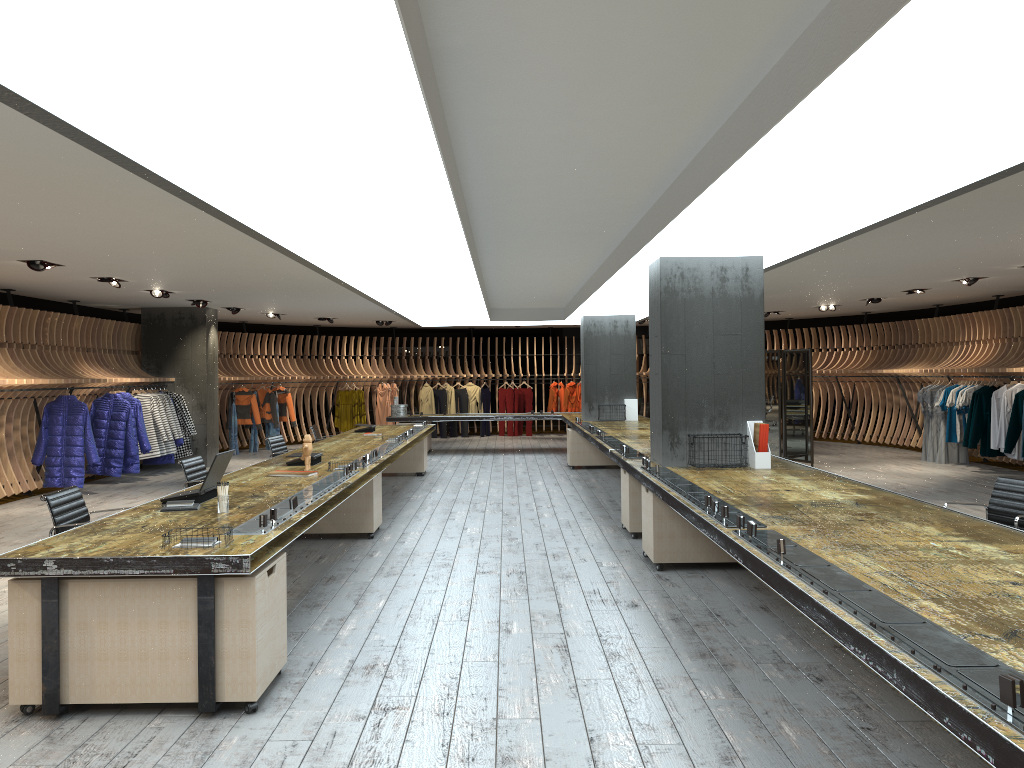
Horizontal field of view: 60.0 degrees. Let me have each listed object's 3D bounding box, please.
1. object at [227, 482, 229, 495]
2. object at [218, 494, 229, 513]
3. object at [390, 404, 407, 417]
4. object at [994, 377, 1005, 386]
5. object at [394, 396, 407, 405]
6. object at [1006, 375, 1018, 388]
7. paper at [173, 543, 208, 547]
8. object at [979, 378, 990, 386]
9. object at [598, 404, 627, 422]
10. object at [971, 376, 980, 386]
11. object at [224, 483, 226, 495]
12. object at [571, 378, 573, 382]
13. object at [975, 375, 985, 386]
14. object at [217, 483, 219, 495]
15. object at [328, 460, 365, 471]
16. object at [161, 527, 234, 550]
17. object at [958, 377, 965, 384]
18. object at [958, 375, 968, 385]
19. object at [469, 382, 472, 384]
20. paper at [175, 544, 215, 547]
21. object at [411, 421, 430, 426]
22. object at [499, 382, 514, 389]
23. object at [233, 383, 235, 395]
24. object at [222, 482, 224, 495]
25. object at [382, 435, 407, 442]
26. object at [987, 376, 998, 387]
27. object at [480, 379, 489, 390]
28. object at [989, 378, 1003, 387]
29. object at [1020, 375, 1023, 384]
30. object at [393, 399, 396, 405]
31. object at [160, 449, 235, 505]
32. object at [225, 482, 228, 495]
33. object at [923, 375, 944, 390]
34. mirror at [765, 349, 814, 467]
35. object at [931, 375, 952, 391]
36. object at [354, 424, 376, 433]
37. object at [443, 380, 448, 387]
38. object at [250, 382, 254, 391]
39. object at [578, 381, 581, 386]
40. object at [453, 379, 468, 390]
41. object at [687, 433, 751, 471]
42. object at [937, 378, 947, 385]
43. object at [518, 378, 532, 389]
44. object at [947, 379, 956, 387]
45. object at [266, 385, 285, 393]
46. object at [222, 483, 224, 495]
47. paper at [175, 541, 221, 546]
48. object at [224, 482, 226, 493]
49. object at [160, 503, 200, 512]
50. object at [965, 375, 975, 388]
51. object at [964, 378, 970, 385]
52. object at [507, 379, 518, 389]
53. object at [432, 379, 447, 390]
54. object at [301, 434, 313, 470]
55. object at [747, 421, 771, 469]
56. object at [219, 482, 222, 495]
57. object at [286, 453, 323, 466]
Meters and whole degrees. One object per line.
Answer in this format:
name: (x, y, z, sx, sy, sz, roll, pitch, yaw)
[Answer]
object: (-1.686, 0.665, 5.236, 0.030, 0.170, 0.007, 0, 0, -34)
object: (-1.705, 0.710, 5.238, 0.061, 0.111, 0.061, -1, 0, 33)
object: (-2.217, 0.525, 17.405, 0.303, 0.239, 0.498, -1, 0, 0)
object: (7.279, 0.012, 13.232, 0.525, 0.270, 0.012, -1, 0, 5)
object: (-2.181, 0.346, 17.352, 0.262, 0.204, 0.088, -1, 0, -2)
object: (7.284, 0.008, 12.858, 0.525, 0.270, 0.012, -1, 0, 5)
paper: (-1.509, 0.764, 4.222, 0.176, 0.003, 0.130, -1, 1, -2)
object: (7.257, 0.013, 13.626, 0.524, 0.284, 0.014, -1, 0, 10)
object: (1.671, 0.486, 14.799, 0.459, 0.289, 0.329, -1, 0, 2)
object: (7.285, 0.010, 13.913, 0.524, 0.285, 0.013, -1, 0, -5)
object: (-1.695, 0.665, 5.220, 0.030, 0.170, 0.007, -1, 0, 20)
object: (1.503, -0.021, 22.303, 0.012, 0.270, 0.525, -1, 0, 30)
object: (7.271, 0.000, 13.799, 0.525, 0.270, 0.012, -1, 0, -15)
object: (-1.726, 0.665, 5.227, 0.007, 0.170, 0.030, -1, 0, 22)
object: (-1.418, 0.701, 7.600, 0.302, 0.074, 0.217, -1, 1, -6)
object: (-1.494, 0.738, 4.226, 0.302, 0.074, 0.217, -1, 1, -6)
object: (7.279, -0.002, 14.345, 0.525, 0.270, 0.012, 0, 0, 25)
object: (7.242, 0.006, 14.211, 0.523, 0.289, 0.015, -1, 0, 10)
object: (-1.041, 0.009, 22.140, 0.525, 0.270, 0.012, 0, 0, 25)
paper: (-1.496, 0.762, 4.226, 0.176, 0.004, 0.130, -1, 1, 2)
object: (-1.467, 0.632, 14.198, 0.302, 0.074, 0.217, -1, 1, -6)
object: (-0.147, -0.003, 22.311, 0.525, 0.270, 0.012, 0, 0, 45)
object: (-5.603, 0.095, 17.850, 0.023, 0.243, 0.549, -1, 0, -19)
object: (-1.712, 0.665, 5.259, 0.030, 0.170, 0.007, -1, 0, 39)
object: (-1.437, 0.666, 10.819, 0.302, 0.071, 0.209, -1, 1, -6)
object: (7.279, 0.009, 13.441, 0.525, 0.270, 0.012, -1, 0, 0)
object: (-0.672, 0.001, 22.223, 0.012, 0.270, 0.525, -1, 0, 25)
object: (7.292, 0.010, 13.359, 0.525, 0.270, 0.012, -1, 0, 0)
object: (7.287, 0.010, 12.624, 0.525, 0.270, 0.012, -1, 0, 0)
object: (-2.284, 0.355, 17.265, 0.062, 0.109, 0.062, -1, 0, -34)
object: (-2.039, 0.600, 5.769, 0.365, 0.316, 0.373, -1, 0, 0)
object: (-1.688, 0.665, 5.227, 0.030, 0.170, 0.007, -1, 0, -7)
object: (7.257, -0.011, 15.106, 0.525, 0.270, 0.012, -1, 0, 15)
mirror: (3.986, 0.396, 14.561, 2.111, 1.892, 0.443, -1, 0, 41)
object: (7.259, -0.008, 14.825, 0.525, 0.270, 0.012, -1, 0, 15)
object: (-2.095, 0.629, 12.670, 0.261, 0.111, 0.373, -1, 1, 0)
object: (-1.629, 0.020, 21.956, 0.525, 0.270, 0.012, 0, 0, 45)
object: (-5.386, 0.086, 18.415, 0.023, 0.243, 0.549, -1, 0, -4)
object: (1.729, -0.023, 22.270, 0.012, 0.270, 0.525, -1, 0, -20)
object: (-1.335, 0.014, 22.041, 0.525, 0.270, 0.012, 0, 0, 25)
object: (1.720, 0.564, 7.396, 0.459, 0.289, 0.329, -1, 0, -3)
object: (7.250, -0.010, 14.962, 0.525, 0.270, 0.012, -1, 0, -10)
object: (0.307, -0.009, 22.345, 0.525, 0.270, 0.012, 0, 0, 40)
object: (7.280, -0.007, 14.652, 0.525, 0.270, 0.012, -1, 0, -15)
object: (-5.128, 0.078, 18.950, 0.549, 0.243, 0.023, -1, 0, -24)
object: (-1.705, 0.665, 5.217, 0.007, 0.170, 0.030, 0, 0, -43)
paper: (-1.496, 0.760, 4.226, 0.176, 0.004, 0.130, -1, 1, 6)
object: (-1.702, 0.665, 5.259, 0.007, 0.170, 0.030, 0, 0, -24)
object: (-2.022, 0.752, 5.409, 0.213, 0.019, 0.219, -1, 1, -15)
object: (7.294, 0.007, 14.017, 0.523, 0.291, 0.013, -1, 0, -5)
object: (7.270, 0.001, 14.104, 0.525, 0.270, 0.012, -1, 0, 5)
object: (0.018, -0.005, 22.325, 0.012, 0.270, 0.525, 0, 0, -30)
object: (-1.811, 0.022, 21.876, 0.525, 0.270, 0.012, 0, 0, 35)
object: (-1.747, 0.585, 7.568, 0.097, 0.300, 0.320, -1, 0, -17)
object: (2.075, 0.508, 7.455, 0.129, 0.383, 0.239, -1, 0, 0)
object: (-1.721, 0.665, 5.254, 0.030, 0.170, 0.007, -1, 0, 13)
object: (-1.896, 0.687, 8.104, 0.262, 0.088, 0.373, -1, 1, 0)
